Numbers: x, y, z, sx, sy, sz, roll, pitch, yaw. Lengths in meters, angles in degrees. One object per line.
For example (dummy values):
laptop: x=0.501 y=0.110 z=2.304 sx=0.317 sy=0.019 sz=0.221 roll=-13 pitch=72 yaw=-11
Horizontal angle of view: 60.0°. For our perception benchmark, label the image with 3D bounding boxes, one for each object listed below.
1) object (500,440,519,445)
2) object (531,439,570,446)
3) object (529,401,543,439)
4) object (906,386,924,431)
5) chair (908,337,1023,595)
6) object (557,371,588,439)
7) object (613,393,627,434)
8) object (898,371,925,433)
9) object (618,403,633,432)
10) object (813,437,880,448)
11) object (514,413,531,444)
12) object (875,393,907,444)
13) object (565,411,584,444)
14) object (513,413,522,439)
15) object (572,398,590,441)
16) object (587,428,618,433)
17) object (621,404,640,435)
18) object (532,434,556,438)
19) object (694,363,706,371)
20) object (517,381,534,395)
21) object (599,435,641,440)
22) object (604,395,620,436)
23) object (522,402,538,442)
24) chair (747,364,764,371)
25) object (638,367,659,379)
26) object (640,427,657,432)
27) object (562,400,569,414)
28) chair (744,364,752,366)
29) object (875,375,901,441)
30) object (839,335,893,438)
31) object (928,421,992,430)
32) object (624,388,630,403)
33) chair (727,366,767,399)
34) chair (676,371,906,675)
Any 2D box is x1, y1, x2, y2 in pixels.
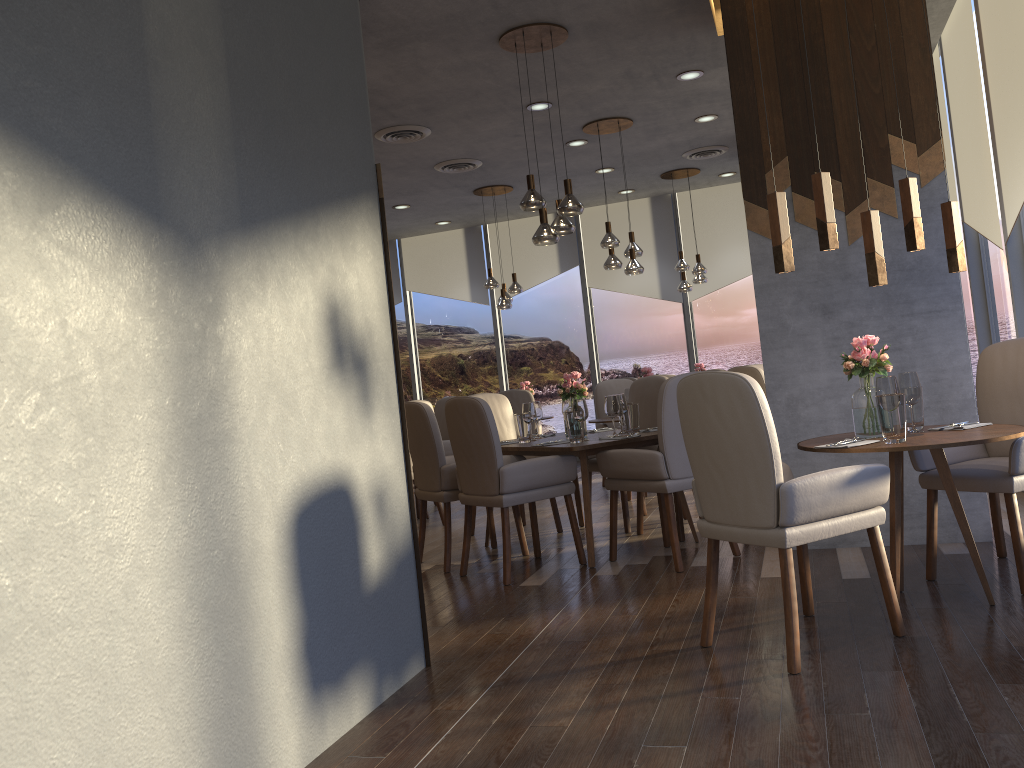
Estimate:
object: x=-0.037 y=0.370 z=5.628 sx=0.255 sy=0.019 sz=0.157 roll=-6 pitch=0 yaw=-28
object: x=0.248 y=0.337 z=5.132 sx=0.255 sy=0.019 sz=0.157 roll=-6 pitch=0 yaw=-28
object: x=0.160 y=0.237 z=5.811 sx=0.092 sy=0.245 sz=0.092 roll=-7 pitch=-2 yaw=20
object: x=1.666 y=0.103 z=3.697 sx=0.102 sy=0.178 sz=0.102 roll=-5 pitch=-2 yaw=-24
chair: x=2.099 y=0.312 z=3.796 sx=0.600 sy=1.001 sz=0.527 roll=-5 pitch=-2 yaw=-30
object: x=0.386 y=0.129 z=5.500 sx=0.210 sy=0.416 sz=0.197 roll=-6 pitch=-2 yaw=-5
object: x=0.662 y=0.182 z=5.407 sx=0.092 sy=0.245 sz=0.092 roll=-6 pitch=-2 yaw=-5
object: x=1.620 y=0.074 z=3.598 sx=0.092 sy=0.245 sz=0.092 roll=-8 pitch=-3 yaw=40
object: x=0.708 y=0.210 z=5.506 sx=0.102 sy=0.178 sz=0.102 roll=-5 pitch=-2 yaw=-24
object: x=1.289 y=0.221 z=3.380 sx=0.255 sy=0.019 sz=0.157 roll=-6 pitch=0 yaw=-34
object: x=0.073 y=0.278 z=5.515 sx=0.102 sy=0.178 sz=0.102 roll=-6 pitch=-2 yaw=8
object: x=1.409 y=0.128 z=3.279 sx=0.102 sy=0.178 sz=0.102 roll=-6 pitch=-2 yaw=2
object: x=0.358 y=0.245 z=5.020 sx=0.102 sy=0.178 sz=0.102 roll=-6 pitch=-2 yaw=-2
object: x=0.066 y=0.280 z=5.857 sx=0.102 sy=0.178 sz=0.102 roll=-6 pitch=-2 yaw=-1
object: x=0.400 y=0.208 z=5.120 sx=0.092 sy=0.245 sz=0.092 roll=-6 pitch=-2 yaw=14
object: x=0.559 y=0.308 z=5.888 sx=0.255 sy=0.019 sz=0.157 roll=-6 pitch=0 yaw=-30
object: x=0.699 y=0.210 z=5.183 sx=0.102 sy=0.178 sz=0.102 roll=-5 pitch=-2 yaw=-36
object: x=0.192 y=0.348 z=5.971 sx=0.157 sy=0.019 sz=0.254 roll=-6 pitch=0 yaw=-27
object: x=2.094 y=-0.029 z=9.797 sx=0.198 sy=0.416 sz=0.209 roll=-5 pitch=-2 yaw=-35
object: x=0.157 y=0.175 z=9.614 sx=0.210 sy=0.416 sz=0.197 roll=-6 pitch=-2 yaw=-10
object: x=0.599 y=0.300 z=5.053 sx=0.157 sy=0.019 sz=0.254 roll=-6 pitch=0 yaw=-32
object: x=0.594 y=0.188 z=5.223 sx=0.092 sy=0.245 sz=0.092 roll=-8 pitch=-2 yaw=38
object: x=0.115 y=0.241 z=5.616 sx=0.092 sy=0.245 sz=0.092 roll=-6 pitch=-2 yaw=14
chair: x=2.273 y=0.313 z=7.460 sx=0.529 sy=1.001 sz=0.598 roll=-5 pitch=-2 yaw=-22
object: x=1.189 y=0.055 z=7.668 sx=0.210 sy=0.416 sz=0.197 roll=-5 pitch=-2 yaw=-25
object: x=0.838 y=0.276 z=5.390 sx=0.255 sy=0.019 sz=0.157 roll=-6 pitch=0 yaw=-30
object: x=0.382 y=0.214 z=5.905 sx=0.092 sy=0.245 sz=0.092 roll=-7 pitch=-2 yaw=18
chair: x=2.337 y=0.315 z=9.268 sx=0.529 sy=1.001 sz=0.598 roll=-5 pitch=-2 yaw=-28
object: x=1.442 y=0.092 z=3.383 sx=0.092 sy=0.245 sz=0.092 roll=-6 pitch=-2 yaw=8
object: x=1.447 y=0.007 z=3.588 sx=0.210 sy=0.416 sz=0.197 roll=-6 pitch=-2 yaw=-5
object: x=1.796 y=0.169 z=3.581 sx=0.255 sy=0.019 sz=0.157 roll=-6 pitch=0 yaw=-30
object: x=1.027 y=0.158 z=7.724 sx=0.092 sy=0.245 sz=0.092 roll=-6 pitch=-2 yaw=12
chair: x=1.978 y=0.340 z=6.608 sx=0.600 sy=1.001 sz=0.527 roll=-5 pitch=-2 yaw=-26
chair: x=0.971 y=0.428 z=3.186 sx=0.600 sy=1.001 sz=0.527 roll=-5 pitch=-2 yaw=-29
